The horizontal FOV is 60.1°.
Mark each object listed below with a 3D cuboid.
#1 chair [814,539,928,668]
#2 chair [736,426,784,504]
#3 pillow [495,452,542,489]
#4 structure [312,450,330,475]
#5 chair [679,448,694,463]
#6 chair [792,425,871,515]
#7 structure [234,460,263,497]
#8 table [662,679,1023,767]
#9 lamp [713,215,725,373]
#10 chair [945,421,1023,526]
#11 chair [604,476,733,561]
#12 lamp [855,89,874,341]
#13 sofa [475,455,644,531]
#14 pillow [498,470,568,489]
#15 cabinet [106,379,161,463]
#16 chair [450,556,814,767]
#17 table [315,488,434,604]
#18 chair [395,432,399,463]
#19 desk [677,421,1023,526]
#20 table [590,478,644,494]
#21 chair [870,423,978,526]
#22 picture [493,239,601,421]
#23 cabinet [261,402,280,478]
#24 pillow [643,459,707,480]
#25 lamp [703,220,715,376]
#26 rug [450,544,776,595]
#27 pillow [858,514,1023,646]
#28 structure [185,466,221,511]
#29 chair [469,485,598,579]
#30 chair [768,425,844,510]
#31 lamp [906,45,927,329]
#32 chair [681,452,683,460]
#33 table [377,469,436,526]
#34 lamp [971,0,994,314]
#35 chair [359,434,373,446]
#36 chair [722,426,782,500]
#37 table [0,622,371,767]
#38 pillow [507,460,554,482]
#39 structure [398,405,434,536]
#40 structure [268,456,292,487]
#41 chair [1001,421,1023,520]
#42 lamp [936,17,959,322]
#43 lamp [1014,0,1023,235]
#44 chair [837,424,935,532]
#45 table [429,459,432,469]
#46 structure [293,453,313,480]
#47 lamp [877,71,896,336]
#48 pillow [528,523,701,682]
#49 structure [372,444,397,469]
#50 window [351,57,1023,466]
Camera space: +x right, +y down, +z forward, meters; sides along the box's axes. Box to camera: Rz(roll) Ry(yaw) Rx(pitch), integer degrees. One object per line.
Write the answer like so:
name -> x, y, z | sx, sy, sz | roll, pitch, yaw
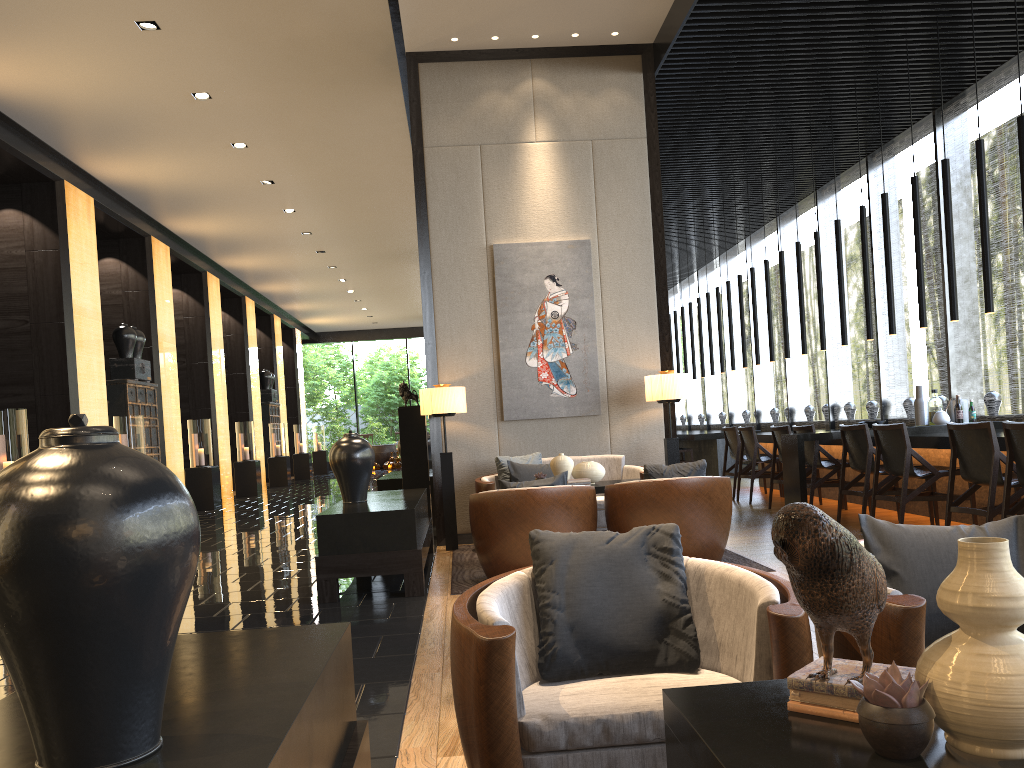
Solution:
chair -> 1.120, 0.692, 2.132 | 0.803, 0.604, 0.606 | -3, -1, -3
chair -> 2.753, 0.858, 9.600 | 0.563, 0.827, 0.526 | -4, 0, -4
pillow -> 0.081, 0.772, 7.282 | 0.432, 0.400, 0.201 | -3, 0, -25
structure -> -5.490, 2.252, 25.427 | 0.402, 0.658, 0.402 | -4, 0, -4
chair -> 2.496, 1.089, 13.835 | 0.563, 0.827, 0.526 | -4, 0, -4
chair -> 2.849, 0.772, 8.015 | 0.563, 0.827, 0.526 | -4, 0, -4
structure -> -4.956, 1.772, 16.633 | 0.402, 0.658, 0.402 | -4, 0, -4
table -> 0.794, 0.703, 1.174 | 1.041, 0.517, 0.576 | -3, -1, -4
lamp -> 3.018, -1.367, 12.985 | 0.060, 2.421, 0.060 | -4, 0, -9
chair -> 3.007, 0.630, 5.418 | 0.563, 0.827, 0.526 | -4, 0, -4
chair -> 0.999, 0.871, 5.520 | 0.803, 0.604, 0.606 | -3, -1, -3
lamp -> 3.301, -1.621, 8.332 | 0.060, 2.421, 0.060 | -4, 0, -9
sofa -> 0.432, 0.947, 7.205 | 1.448, 0.693, 0.603 | -3, -1, -3
pillow -> 0.137, 0.703, 5.346 | 0.441, 0.338, 0.205 | -4, 0, 3
cabinet -> -5.310, 0.943, 12.242 | 0.547, 1.923, 1.188 | -4, 0, -4
chair -> 0.267, 0.742, 2.081 | 0.803, 0.604, 0.606 | -3, -1, -3
table -> -0.898, 1.059, 6.153 | 0.620, 0.513, 1.962 | -3, -3, -4
chair -> -3.374, 2.013, 27.348 | 0.520, 1.076, 0.536 | -4, 0, -4
desk -> 2.953, 1.021, 12.453 | 1.779, 0.759, 28.761 | -3, -3, -4
table -> 0.478, 0.987, 6.379 | 1.041, 0.517, 0.576 | -3, -1, -4
chair -> 2.946, 0.685, 6.429 | 0.563, 0.827, 0.526 | -4, 0, -4
picture -> 0.300, -0.461, 7.559 | 0.834, 1.502, 0.037 | -4, 0, -3
cabinet -> -5.845, 1.424, 21.045 | 0.547, 1.923, 1.188 | -4, 0, -4
pillow -> 0.992, 0.648, 5.400 | 0.399, 0.362, 0.222 | -4, 0, -3
lamp -> 2.987, -1.339, 13.493 | 0.060, 2.421, 0.060 | -4, 0, -9
rug -> 0.545, 1.241, 6.381 | 1.957, 0.008, 2.244 | -3, -3, -4
pillow -> 1.103, 0.486, 2.251 | 0.441, 0.338, 0.205 | -4, 0, 3
structure -> -4.777, 1.612, 13.702 | 0.402, 0.658, 0.402 | -4, 0, -4
chair -> 0.147, 0.922, 5.468 | 0.803, 0.604, 0.606 | -3, -1, -3
chair -> 2.814, 0.803, 8.589 | 0.563, 0.827, 0.526 | -4, 0, -4
lamp -> 3.359, -1.673, 7.379 | 0.060, 2.421, 0.060 | -4, 0, -9
chair -> 2.461, 1.121, 14.409 | 0.563, 0.827, 0.526 | -4, 0, -4
table -> -1.132, 1.269, 10.013 | 0.620, 0.513, 1.962 | -3, -3, -4
lamp -> 3.415, -1.723, 6.459 | 0.060, 2.421, 0.060 | -4, 0, -9
chair -> -4.498, 2.080, 27.280 | 0.520, 1.076, 0.536 | -4, 0, -4
chair -> 2.718, 0.890, 10.174 | 0.563, 0.827, 0.526 | -4, 0, -4
table -> -0.592, 0.784, 1.117 | 0.620, 0.513, 1.962 | -3, -3, -4
pillow -> 0.192, 0.778, 7.133 | 0.471, 0.361, 0.219 | -3, 0, -7
structure -> -0.880, 0.812, 8.103 | 0.240, 1.218, 0.240 | -4, 0, -4
structure -> -5.134, 1.932, 19.565 | 0.402, 0.658, 0.402 | -4, 0, -4
chair -> 3.042, 0.599, 4.844 | 0.563, 0.827, 0.526 | -4, 0, -4
lamp -> 3.387, -1.698, 6.915 | 0.060, 2.421, 0.060 | -4, 0, -9
lamp -> 3.444, -1.750, 5.975 | 0.060, 2.421, 0.060 | -4, 0, -9
chair -> 2.911, 0.717, 7.003 | 0.563, 0.827, 0.526 | -4, 0, -4
table -> -1.441, 1.547, 15.096 | 0.620, 0.513, 1.962 | -3, -3, -4
structure -> -5.312, 2.092, 22.496 | 0.402, 0.658, 0.402 | -4, 0, -4
lamp -> 3.327, -1.644, 7.901 | 0.060, 2.421, 0.060 | -4, 0, -9
pillow -> 0.247, 0.532, 2.197 | 0.399, 0.362, 0.222 | -4, 0, -3
structure -> -3.893, 2.189, 26.634 | 0.872, 0.710, 0.876 | -3, -2, -15
window -> -1.449, -0.429, 12.694 | 12.050, 4.227, 31.916 | -3, -3, -4
